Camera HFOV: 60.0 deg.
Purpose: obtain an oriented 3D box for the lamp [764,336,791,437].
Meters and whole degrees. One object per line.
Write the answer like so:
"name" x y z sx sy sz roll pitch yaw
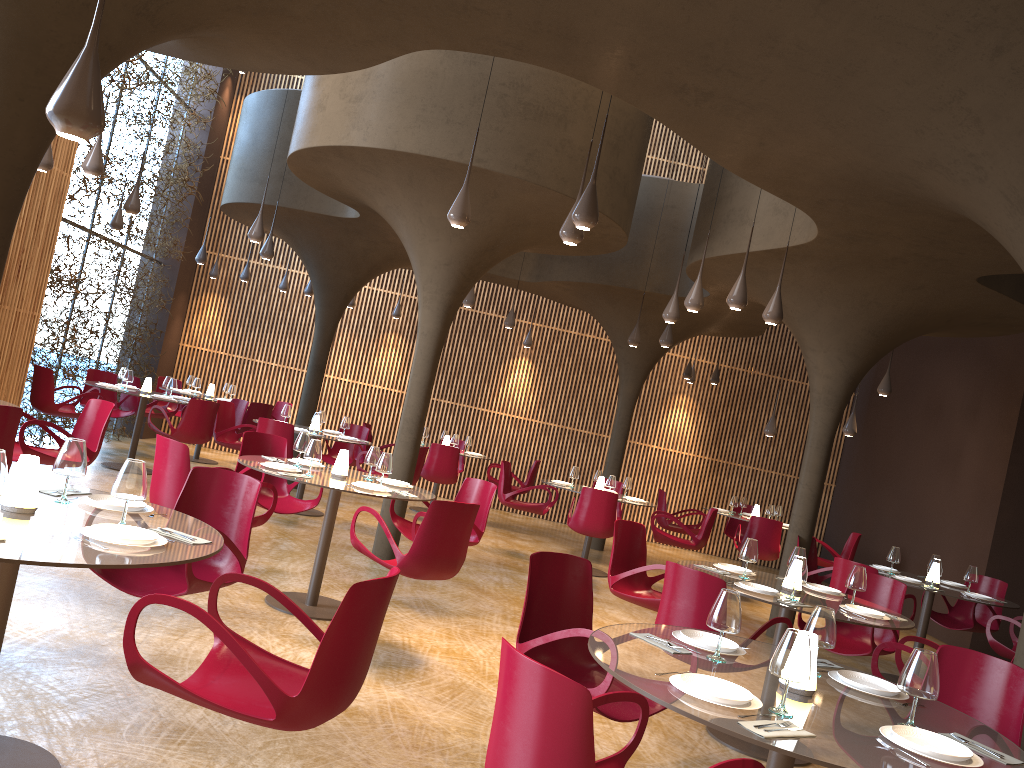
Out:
"lamp" 4.552 -2.275 13.425 0.195 6.275 0.196 12 -1 43

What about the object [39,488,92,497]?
"object" -2.161 0.524 4.279 0.126 0.017 0.262 12 -2 12

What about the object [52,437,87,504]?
"object" -2.029 0.398 4.064 0.142 0.295 0.142 12 -1 -12

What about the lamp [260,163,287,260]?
"lamp" -2.724 -4.785 12.221 0.195 6.275 0.196 12 -1 43

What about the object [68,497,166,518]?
"object" -1.869 0.578 4.200 0.410 0.012 0.204 12 -2 7

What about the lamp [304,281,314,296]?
"lamp" -3.183 -4.731 16.751 0.195 6.275 0.196 12 0 13

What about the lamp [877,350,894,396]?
"lamp" 5.914 -2.902 12.556 0.195 6.275 0.196 12 -1 43

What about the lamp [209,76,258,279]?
"lamp" -5.213 -5.146 17.466 0.195 6.275 0.196 12 0 23

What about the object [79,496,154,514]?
"object" -1.873 0.576 4.200 0.332 0.014 0.331 13 -2 -11

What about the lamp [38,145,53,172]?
"lamp" -3.987 -5.175 8.772 0.196 6.275 0.196 12 0 6

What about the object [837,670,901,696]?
"object" 1.533 1.291 3.814 0.263 0.029 0.263 13 -2 -9

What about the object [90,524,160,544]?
"object" -1.569 0.611 3.591 0.262 0.029 0.264 11 -2 34

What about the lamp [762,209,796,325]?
"lamp" 3.140 -3.641 8.491 0.196 6.275 0.195 12 0 -17

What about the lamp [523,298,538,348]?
"lamp" 0.961 -3.799 17.761 0.195 6.275 0.196 12 0 13

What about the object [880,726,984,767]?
"object" 1.447 1.257 3.067 0.331 0.014 0.332 12 -2 5

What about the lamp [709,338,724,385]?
"lamp" 4.493 -3.065 16.841 0.195 6.275 0.196 12 0 13

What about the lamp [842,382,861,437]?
"lamp" 5.419 -2.331 12.545 0.195 6.275 0.196 12 -1 43

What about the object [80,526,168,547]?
"object" -1.571 0.621 3.591 0.332 0.014 0.331 13 -2 -30

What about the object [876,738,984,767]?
"object" 1.443 1.257 3.064 0.412 0.012 0.204 14 -2 -38

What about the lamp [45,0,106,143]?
"lamp" -0.915 -3.950 3.200 0.195 6.275 0.196 12 0 13

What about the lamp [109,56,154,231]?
"lamp" -5.008 -5.263 12.696 0.195 6.275 0.196 12 0 23

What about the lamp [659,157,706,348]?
"lamp" 2.795 -3.584 12.379 0.195 6.275 0.196 12 0 33

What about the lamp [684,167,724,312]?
"lamp" 2.440 -3.784 8.748 0.195 6.275 0.196 12 0 23

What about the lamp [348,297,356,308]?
"lamp" -2.512 -4.564 17.390 0.195 6.275 0.196 12 0 13

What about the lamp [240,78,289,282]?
"lamp" -4.351 -4.988 16.622 0.195 6.275 0.196 12 0 23

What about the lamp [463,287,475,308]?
"lamp" 0.028 -4.172 12.721 0.195 6.275 0.196 12 0 33

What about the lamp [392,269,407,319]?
"lamp" -1.640 -4.368 17.596 0.195 6.275 0.196 12 0 23

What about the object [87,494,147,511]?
"object" -1.871 0.567 4.200 0.263 0.029 0.263 12 -2 6

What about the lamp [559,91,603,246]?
"lamp" 1.106 -4.138 6.797 0.196 6.275 0.196 12 0 3

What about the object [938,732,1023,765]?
"object" 1.700 1.324 3.220 0.127 0.017 0.261 13 -2 -34

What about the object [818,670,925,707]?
"object" 1.533 1.302 3.811 0.205 0.012 0.410 13 -2 -32

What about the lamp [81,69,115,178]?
"lamp" -3.331 -5.044 8.438 0.195 6.275 0.196 12 0 26

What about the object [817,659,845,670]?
"object" 1.404 1.289 4.088 0.262 0.017 0.126 13 -2 -28

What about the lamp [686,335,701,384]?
"lamp" 4.245 -3.085 17.836 0.195 6.275 0.196 12 0 23

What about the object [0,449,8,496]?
"object" -1.959 0.387 3.297 0.141 0.295 0.142 12 -1 15

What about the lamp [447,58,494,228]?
"lamp" 0.229 -4.319 7.073 0.196 6.275 0.196 12 0 3

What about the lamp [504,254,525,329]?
"lamp" 0.609 -3.983 14.568 0.195 6.275 0.196 12 0 13

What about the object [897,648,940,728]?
"object" 1.509 1.138 3.299 0.142 0.295 0.142 12 -1 -12

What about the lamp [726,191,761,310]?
"lamp" 2.700 -3.749 8.099 0.196 6.275 0.195 12 0 -17

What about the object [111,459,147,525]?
"object" -1.643 0.472 3.801 0.142 0.295 0.142 12 -1 9

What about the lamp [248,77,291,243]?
"lamp" -2.425 -4.772 10.665 0.195 6.275 0.196 12 -1 43

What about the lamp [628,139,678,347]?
"lamp" 2.465 -3.627 13.217 0.195 6.275 0.196 12 0 33

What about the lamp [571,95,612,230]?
"lamp" 1.157 -4.148 6.181 0.195 6.275 0.196 12 0 33

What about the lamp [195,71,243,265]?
"lamp" -4.613 -5.099 15.028 0.195 6.275 0.196 12 0 23

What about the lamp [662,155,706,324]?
"lamp" 2.419 -3.750 9.888 0.195 6.275 0.196 12 0 33

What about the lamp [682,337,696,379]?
"lamp" 4.010 -3.164 17.003 0.195 6.275 0.196 12 0 13

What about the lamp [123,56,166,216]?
"lamp" -3.881 -5.090 10.591 0.196 6.275 0.195 12 0 -27

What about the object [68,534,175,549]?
"object" -1.572 0.622 3.586 0.204 0.012 0.411 12 -2 17

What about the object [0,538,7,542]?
"object" -1.904 0.539 3.074 0.126 0.017 0.262 12 -2 16

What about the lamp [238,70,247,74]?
"lamp" -5.068 -7.190 17.400 0.195 2.223 0.196 12 0 23

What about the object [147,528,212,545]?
"object" -1.449 0.664 3.866 0.261 0.017 0.127 11 -2 21

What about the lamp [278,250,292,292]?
"lamp" -3.729 -4.840 17.014 0.196 6.275 0.195 12 0 -17

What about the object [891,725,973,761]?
"object" 1.449 1.247 3.067 0.263 0.029 0.263 13 -2 -11

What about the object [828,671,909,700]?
"object" 1.531 1.300 3.814 0.331 0.014 0.333 11 -2 30
